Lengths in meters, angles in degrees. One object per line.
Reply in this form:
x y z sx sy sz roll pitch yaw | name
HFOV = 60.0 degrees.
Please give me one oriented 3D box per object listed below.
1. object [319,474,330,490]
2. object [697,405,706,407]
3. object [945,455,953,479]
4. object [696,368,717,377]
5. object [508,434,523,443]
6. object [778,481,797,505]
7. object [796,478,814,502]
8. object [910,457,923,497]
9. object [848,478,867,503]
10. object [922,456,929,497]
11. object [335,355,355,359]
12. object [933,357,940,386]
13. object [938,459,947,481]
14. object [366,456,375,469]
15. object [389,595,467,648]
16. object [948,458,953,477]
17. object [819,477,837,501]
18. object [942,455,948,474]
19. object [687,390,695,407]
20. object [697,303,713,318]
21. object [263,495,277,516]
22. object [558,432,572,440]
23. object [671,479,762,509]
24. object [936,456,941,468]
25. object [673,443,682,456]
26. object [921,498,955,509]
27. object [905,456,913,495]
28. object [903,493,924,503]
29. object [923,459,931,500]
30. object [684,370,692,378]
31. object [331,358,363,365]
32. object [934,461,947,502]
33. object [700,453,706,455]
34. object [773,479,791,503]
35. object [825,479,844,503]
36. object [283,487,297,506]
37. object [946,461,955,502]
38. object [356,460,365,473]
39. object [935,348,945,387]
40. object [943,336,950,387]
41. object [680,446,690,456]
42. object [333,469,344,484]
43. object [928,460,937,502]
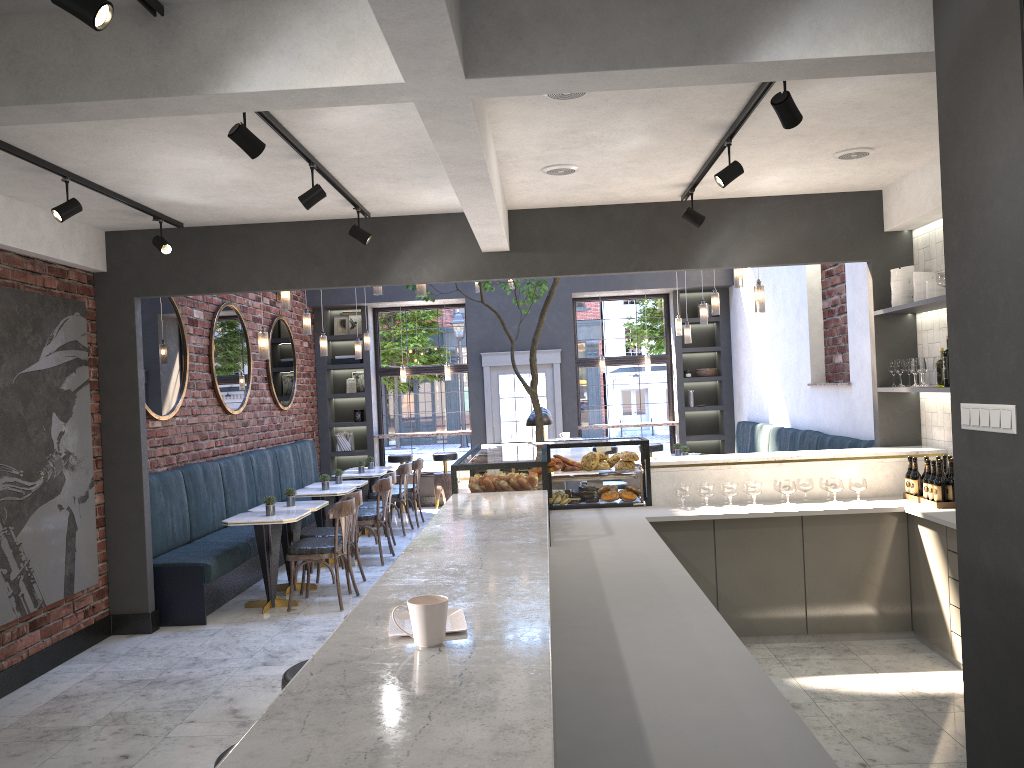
-1.911 1.001 9.073 0.118 0.165 0.122 -3 0 -20 | object
2.730 0.316 12.795 0.130 0.026 0.130 -3 0 -15 | object
2.840 0.603 5.735 0.070 0.279 0.069 -3 0 -21 | object
2.829 -0.165 12.886 0.305 0.123 0.304 -3 0 23 | object
0.032 0.657 10.757 0.176 0.098 0.204 -3 0 7 | object
1.795 0.710 5.775 0.114 0.147 0.114 -3 0 7 | object
1.950 0.704 5.900 0.114 0.147 0.114 -3 0 7 | object
2.616 0.613 5.743 0.070 0.279 0.069 -3 0 -21 | object
2.247 0.689 5.758 0.114 0.147 0.114 -3 0 7 | object
2.690 0.610 5.742 0.070 0.279 0.069 -3 0 -36 | object
-2.430 -0.393 13.058 0.327 0.039 0.227 -3 0 -8 | object
2.799 -0.083 5.813 0.070 0.188 0.070 -3 0 16 | object
2.683 0.609 5.539 0.070 0.279 0.069 -3 0 4 | object
-1.824 1.013 11.432 0.118 0.165 0.122 -3 0 -20 | object
-0.192 0.510 2.000 0.176 0.097 0.301 -3 0 -7 | object
2.758 0.605 5.535 0.070 0.279 0.069 -3 0 -21 | object
2.101 0.697 5.895 0.114 0.147 0.114 -3 0 7 | object
2.842 0.603 5.809 0.070 0.279 0.069 -3 0 34 | object
2.590 0.212 12.827 0.098 0.248 0.098 -3 0 41 | object
2.809 -1.061 12.897 0.214 0.215 0.213 -3 0 12 | object
-1.979 0.992 7.253 0.118 0.165 0.122 -3 0 -20 | object
0.637 0.630 10.766 0.176 0.097 0.301 -3 0 -7 | object
1.356 0.731 5.886 0.575 0.147 0.256 -3 0 2 | object
2.765 0.606 5.737 0.070 0.279 0.069 -3 0 9 | object
2.110 0.831 11.285 0.118 0.165 0.122 -3 0 -20 | object
2.722 0.728 5.463 0.307 0.038 0.231 -3 0 2 | object
2.618 0.613 5.818 0.070 0.279 0.069 -3 0 -36 | object
2.732 0.729 5.739 0.307 0.038 0.231 -3 0 2 | object
2.608 0.612 5.542 0.070 0.279 0.069 -3 0 -36 | object
2.552 -0.150 12.873 0.116 0.119 0.117 -3 0 -22 | object
-2.423 -0.332 13.047 0.412 0.084 0.286 -3 0 2 | object
2.603 0.611 5.392 0.070 0.279 0.069 -3 0 -11 | object
2.044 0.822 9.508 0.118 0.165 0.122 -3 0 -20 | object
1.800 0.710 5.906 0.114 0.147 0.114 -3 0 7 | object
2.096 0.696 5.763 0.114 0.147 0.114 -3 0 7 | object
-1.957 0.995 7.834 0.118 0.165 0.122 -3 0 -20 | object
2.678 0.608 5.390 0.070 0.279 0.069 -3 0 4 | object
-1.846 1.010 10.851 0.118 0.165 0.122 -3 0 -20 | object
2.714 -0.133 5.132 0.082 0.294 1.100 -3 0 3 | object
2.741 -0.143 5.558 0.072 0.319 0.072 -3 0 -14 | object
2.088 0.828 10.704 0.118 0.165 0.122 -3 0 -20 | object
-1.890 1.004 9.654 0.118 0.165 0.122 -3 0 -20 | object
2.605 0.612 5.468 0.070 0.279 0.069 -3 0 -21 | object
